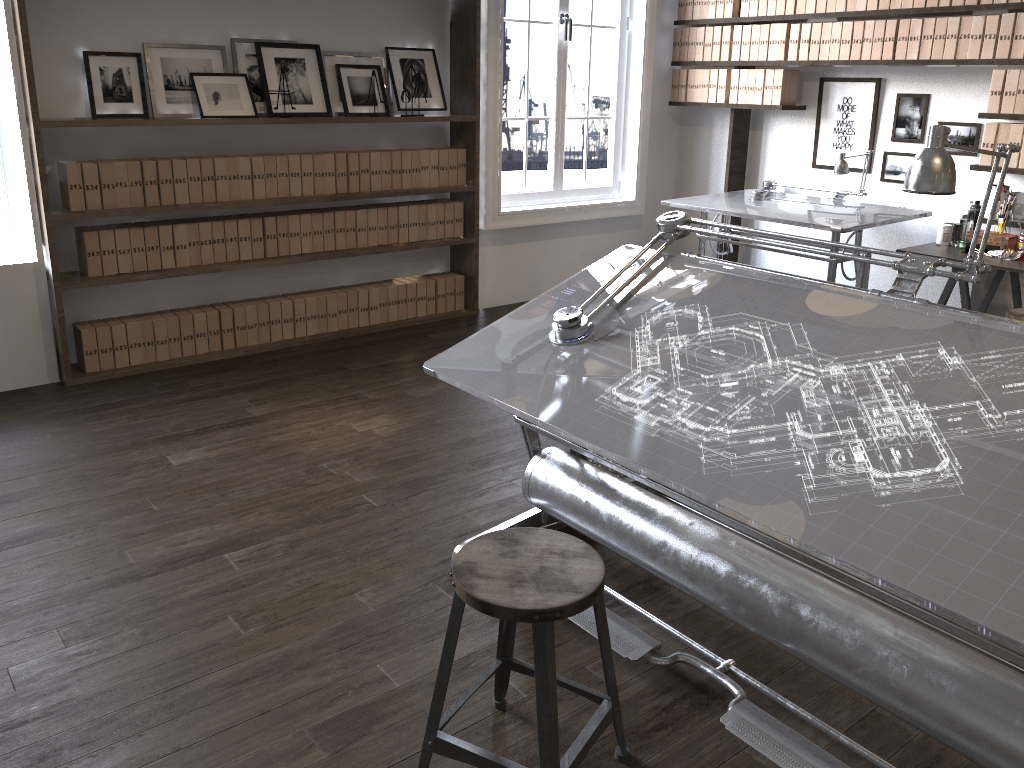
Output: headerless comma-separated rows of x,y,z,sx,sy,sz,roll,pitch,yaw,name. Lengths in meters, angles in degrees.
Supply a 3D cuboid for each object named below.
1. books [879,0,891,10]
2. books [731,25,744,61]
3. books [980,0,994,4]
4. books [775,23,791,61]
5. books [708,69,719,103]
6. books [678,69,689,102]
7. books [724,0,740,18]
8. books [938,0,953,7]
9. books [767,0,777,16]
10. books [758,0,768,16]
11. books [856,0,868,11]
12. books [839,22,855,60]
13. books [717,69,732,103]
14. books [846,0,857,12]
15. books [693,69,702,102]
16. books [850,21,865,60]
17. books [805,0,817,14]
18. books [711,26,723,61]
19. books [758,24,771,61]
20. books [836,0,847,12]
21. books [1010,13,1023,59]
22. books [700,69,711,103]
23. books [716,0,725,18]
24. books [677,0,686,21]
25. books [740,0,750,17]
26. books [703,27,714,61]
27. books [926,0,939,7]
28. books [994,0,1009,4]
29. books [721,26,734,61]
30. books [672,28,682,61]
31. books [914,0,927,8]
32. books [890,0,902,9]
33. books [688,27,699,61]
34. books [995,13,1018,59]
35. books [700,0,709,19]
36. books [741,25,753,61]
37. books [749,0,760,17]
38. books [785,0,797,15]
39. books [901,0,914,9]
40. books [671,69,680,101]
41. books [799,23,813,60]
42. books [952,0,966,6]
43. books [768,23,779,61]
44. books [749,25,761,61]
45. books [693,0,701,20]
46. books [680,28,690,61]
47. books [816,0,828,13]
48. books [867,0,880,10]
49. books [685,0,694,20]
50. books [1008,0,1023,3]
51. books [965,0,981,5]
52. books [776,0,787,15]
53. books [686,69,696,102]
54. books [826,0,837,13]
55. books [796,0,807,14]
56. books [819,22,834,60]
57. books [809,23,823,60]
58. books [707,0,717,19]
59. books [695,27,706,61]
2.192,-2.255,5.080,0.175,0.222,0.067,-12,21,-37,books
1.555,-2.272,5.913,0.175,0.222,0.067,-12,21,-37,books
2.548,-2.101,4.650,0.175,0.222,0.067,-12,21,-37,books
1.771,-2.178,5.650,0.175,0.222,0.067,-12,21,-37,books
1.445,-2.055,6.117,0.175,0.222,0.067,-12,21,-37,books
1.275,-2.129,6.325,0.175,0.222,0.067,-12,21,-37,books
1.506,-2.557,5.913,0.175,0.222,0.067,-12,21,-37,books
2.407,-2.161,4.818,0.175,0.222,0.067,-12,21,-37,books
1.716,-2.460,5.655,0.175,0.222,0.067,-12,21,-37,books
1.674,-2.476,5.700,0.175,0.222,0.067,-12,21,-37,books
2.102,-2.292,5.186,0.175,0.222,0.067,-12,21,-37,books
2.052,-2.050,5.312,0.175,0.222,0.067,-12,21,-37,books
1.492,-2.036,6.065,0.175,0.222,0.067,-12,21,-37,books
2.065,-2.310,5.234,0.175,0.222,0.067,-12,21,-37,books
1.364,-2.092,6.222,0.175,0.222,0.067,-12,21,-37,books
2.097,-2.031,5.258,0.175,0.222,0.067,-12,21,-37,books
1.892,-2.383,5.439,0.175,0.222,0.067,-12,21,-37,books
1.450,-2.318,6.041,0.175,0.222,0.067,-12,21,-37,books
1.690,-2.216,5.757,0.175,0.222,0.067,-12,21,-37,books
2.020,-2.326,5.281,0.175,0.222,0.067,-12,21,-37,books
2.664,-1.794,4.573,0.175,0.222,0.067,-12,21,-37,books
1.400,-2.074,6.172,0.175,0.222,0.067,-12,21,-37,books
1.462,-2.576,5.966,0.175,0.222,0.067,-12,21,-37,books
1.250,-2.667,6.221,0.175,0.222,0.067,-12,21,-37,books
1.587,-2.515,5.811,0.175,0.222,0.067,-12,21,-37,books
1.408,-2.339,6.101,0.175,0.222,0.067,-12,21,-37,books
2.364,-2.177,4.863,0.175,0.222,0.067,-12,21,-37,books
2.589,-2.082,4.594,0.175,0.222,0.067,-12,21,-37,books
1.501,-2.299,5.989,0.175,0.222,0.067,-12,21,-37,books
1.230,-2.412,6.308,0.175,0.222,0.067,-12,21,-37,books
2.320,-2.197,4.917,0.175,0.222,0.067,-12,21,-37,books
2.237,-2.236,5.028,0.175,0.222,0.067,-12,21,-37,books
1.320,-2.376,6.207,0.175,0.222,0.067,-12,21,-37,books
2.616,-1.813,4.626,0.175,0.222,0.067,-12,21,-37,books
1.377,-2.612,6.066,0.175,0.222,0.067,-12,21,-37,books
1.602,-2.253,5.861,0.175,0.222,0.067,-12,21,-37,books
1.629,-2.495,5.755,0.175,0.222,0.067,-12,21,-37,books
1.800,-2.422,5.549,0.175,0.222,0.067,-12,21,-37,books
2.277,-2.217,4.974,0.175,0.222,0.067,-12,21,-37,books
1.233,-2.150,6.385,0.175,0.222,0.067,-12,21,-37,books
1.878,-2.126,5.525,0.175,0.222,0.067,-12,21,-37,books
2.456,-2.141,4.762,0.175,0.222,0.067,-12,21,-37,books
1.736,-2.196,5.701,0.175,0.222,0.067,-12,21,-37,books
1.648,-2.235,5.811,0.175,0.222,0.067,-12,21,-37,books
1.337,-2.629,6.112,0.175,0.222,0.067,-12,21,-37,books
1.276,-2.395,6.261,0.175,0.222,0.067,-12,21,-37,books
1.939,-2.365,5.389,0.175,0.222,0.067,-12,21,-37,books
2.146,-2.273,5.130,0.175,0.222,0.067,-12,21,-37,books
1.291,-2.648,6.165,0.175,0.222,0.067,-12,21,-37,books
2.636,-2.063,4.544,0.175,0.222,0.067,-12,21,-37,books
2.497,-2.121,4.703,0.175,0.222,0.067,-12,21,-37,books
1.759,-2.443,5.608,0.175,0.222,0.067,-12,21,-37,books
1.325,-2.110,6.273,0.175,0.222,0.067,-12,21,-37,books
1.983,-2.346,5.335,0.175,0.222,0.067,-12,21,-37,books
1.851,-2.403,5.496,0.175,0.222,0.067,-12,21,-37,books
1.970,-2.089,5.423,0.175,0.222,0.067,-12,21,-37,books
1.925,-2.108,5.474,0.175,0.222,0.067,-12,21,-37,books
1.415,-2.593,6.013,0.175,0.222,0.067,-12,21,-37,books
1.361,-2.357,6.152,0.175,0.222,0.067,-12,21,-37,books
